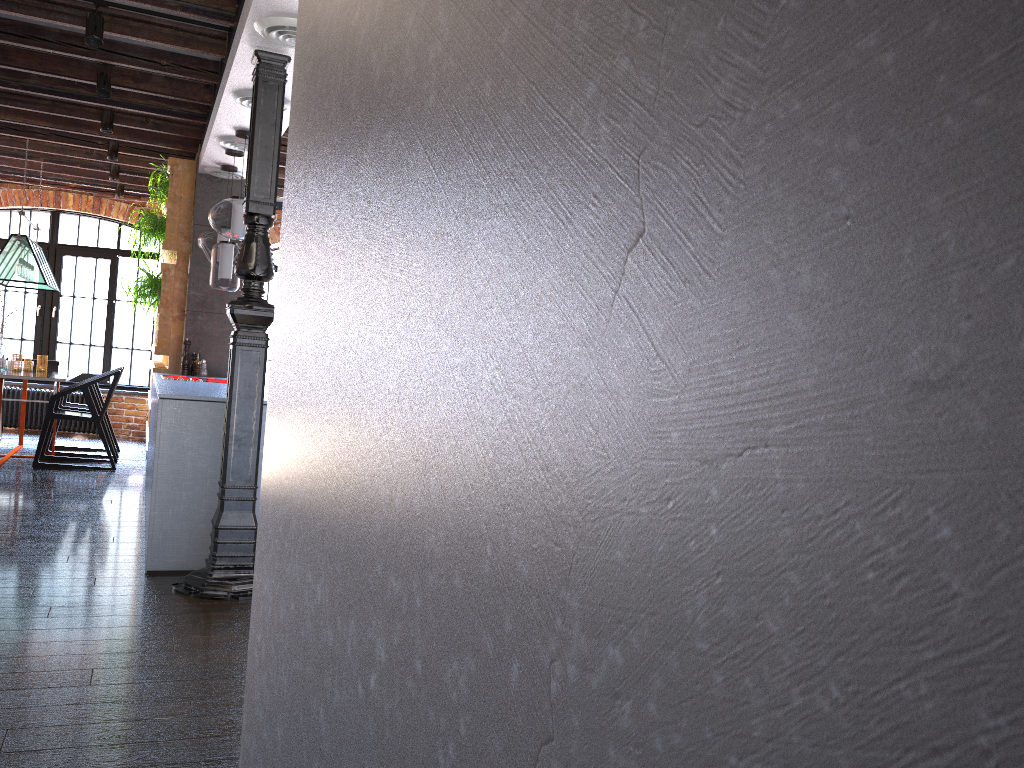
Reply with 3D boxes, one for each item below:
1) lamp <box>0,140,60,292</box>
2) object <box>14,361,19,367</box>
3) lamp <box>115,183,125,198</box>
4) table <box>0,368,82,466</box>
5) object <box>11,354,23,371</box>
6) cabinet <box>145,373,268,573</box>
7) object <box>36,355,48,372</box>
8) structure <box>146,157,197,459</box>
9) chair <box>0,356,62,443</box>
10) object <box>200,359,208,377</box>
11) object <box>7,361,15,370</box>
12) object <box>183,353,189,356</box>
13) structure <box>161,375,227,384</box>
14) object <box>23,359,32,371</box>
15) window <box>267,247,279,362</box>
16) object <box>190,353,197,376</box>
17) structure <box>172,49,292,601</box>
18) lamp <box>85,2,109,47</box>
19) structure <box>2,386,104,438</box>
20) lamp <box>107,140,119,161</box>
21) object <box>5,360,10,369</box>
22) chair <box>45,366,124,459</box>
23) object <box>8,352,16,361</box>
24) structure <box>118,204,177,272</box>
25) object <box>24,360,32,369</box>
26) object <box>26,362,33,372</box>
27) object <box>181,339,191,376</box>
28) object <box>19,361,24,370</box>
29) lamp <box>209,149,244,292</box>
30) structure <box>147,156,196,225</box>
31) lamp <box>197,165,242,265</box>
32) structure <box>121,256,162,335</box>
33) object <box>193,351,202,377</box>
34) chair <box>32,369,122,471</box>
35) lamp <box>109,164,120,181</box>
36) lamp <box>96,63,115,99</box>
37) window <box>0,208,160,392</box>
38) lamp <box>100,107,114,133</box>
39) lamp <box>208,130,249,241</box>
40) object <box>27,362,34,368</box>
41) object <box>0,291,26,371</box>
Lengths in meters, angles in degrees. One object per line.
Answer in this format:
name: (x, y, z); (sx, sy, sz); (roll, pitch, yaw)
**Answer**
lamp: (-4.154, -1.477, 7.644); (0.465, 1.267, 1.257); (4, 1, -23)
object: (-4.267, -0.159, 7.610); (0.060, 0.073, 0.060); (5, 1, 9)
lamp: (-4.011, -2.009, 9.092); (0.112, 0.184, 0.082); (6, 1, 36)
table: (-4.230, 0.253, 7.508); (0.905, 0.737, 1.887); (4, 1, -23)
object: (-4.165, -0.181, 7.456); (0.086, 0.140, 0.086); (6, 1, 40)
cabinet: (-1.956, 0.421, 5.597); (0.607, 0.844, 2.959); (4, 1, -23)
object: (-4.106, -0.181, 7.752); (0.086, 0.140, 0.086); (4, 1, -33)
structure: (-3.227, -0.648, 8.302); (0.206, 2.382, 2.828); (4, 1, -23)
chair: (-4.601, 0.167, 8.421); (0.495, 0.818, 0.610); (4, 1, -23)
object: (-2.401, -0.127, 6.890); (0.069, 0.135, 0.069); (4, 2, -43)
object: (-4.264, -0.158, 7.545); (0.060, 0.073, 0.060); (5, 1, 9)
object: (-2.526, -0.159, 6.852); (0.048, 0.180, 0.048); (5, 1, 27)
structure: (-2.158, -0.018, 6.141); (0.504, 0.057, 0.763); (4, 1, -23)
object: (-4.160, -0.163, 7.615); (0.061, 0.099, 0.061); (5, 1, 15)
window: (-1.632, -0.684, 10.222); (3.293, 2.233, 0.177); (5, 1, -5)
object: (-2.474, -0.155, 6.889); (0.048, 0.180, 0.048); (4, 2, -40)
structure: (1.798, -0.060, 6.685); (8.516, 2.394, 0.481); (4, 1, -42)
lamp: (-2.054, -1.767, 4.367); (0.091, 0.203, 0.119); (4, 2, -43)
structure: (-4.928, 0.300, 9.487); (1.115, 0.476, 0.106); (5, 1, -5)
lamp: (-3.230, -1.917, 7.203); (0.113, 0.184, 0.082); (6, 1, 34)
object: (-4.372, -0.169, 7.684); (0.060, 0.073, 0.060); (5, 1, 9)
chair: (-3.878, 0.232, 8.079); (0.610, 0.818, 0.495); (4, 1, -23)
object: (-4.349, -0.241, 7.717); (0.060, 0.073, 0.060); (6, 1, 45)
structure: (-2.850, -1.170, 7.101); (0.422, 0.620, 0.570); (6, 1, 37)
object: (-4.201, -0.167, 7.689); (0.061, 0.099, 0.061); (4, 1, -16)
object: (-4.091, -0.146, 7.523); (0.049, 0.080, 0.049); (4, 1, -39)
object: (-2.494, -0.207, 6.784); (0.061, 0.283, 0.061); (5, 1, -9)
object: (-4.300, -0.164, 7.770); (0.060, 0.073, 0.060); (5, 1, 30)
lamp: (-1.921, -1.105, 6.027); (0.194, 0.955, 0.198); (5, 1, 7)
structure: (-2.670, -1.523, 7.172); (0.571, 0.620, 0.422); (4, 1, -33)
lamp: (-2.123, -1.234, 6.568); (0.367, 0.747, 0.367); (5, 1, 31)
structure: (-2.864, -0.691, 7.158); (0.422, 0.620, 0.570); (5, 1, -3)
object: (-2.414, -0.155, 6.831); (0.058, 0.192, 0.081); (5, 1, 19)
chair: (-3.575, 0.268, 7.346); (0.610, 0.818, 0.495); (4, 1, -23)
lamp: (-3.639, -1.965, 8.171); (0.124, 0.184, 0.082); (4, 1, -38)
lamp: (-2.434, -1.809, 5.304); (0.093, 0.210, 0.145); (4, 1, -30)
window: (-5.075, -0.966, 9.731); (3.145, 2.233, 0.177); (5, 1, -5)
lamp: (-2.837, -1.870, 6.244); (0.116, 0.184, 0.082); (5, 1, 28)
lamp: (-1.673, -1.222, 5.489); (0.364, 0.665, 0.364); (4, 1, -39)
object: (-4.272, -0.163, 7.852); (0.060, 0.073, 0.060); (5, 1, 9)
object: (-4.163, -0.464, 7.262); (0.443, 0.709, 0.194); (5, 1, -7)
